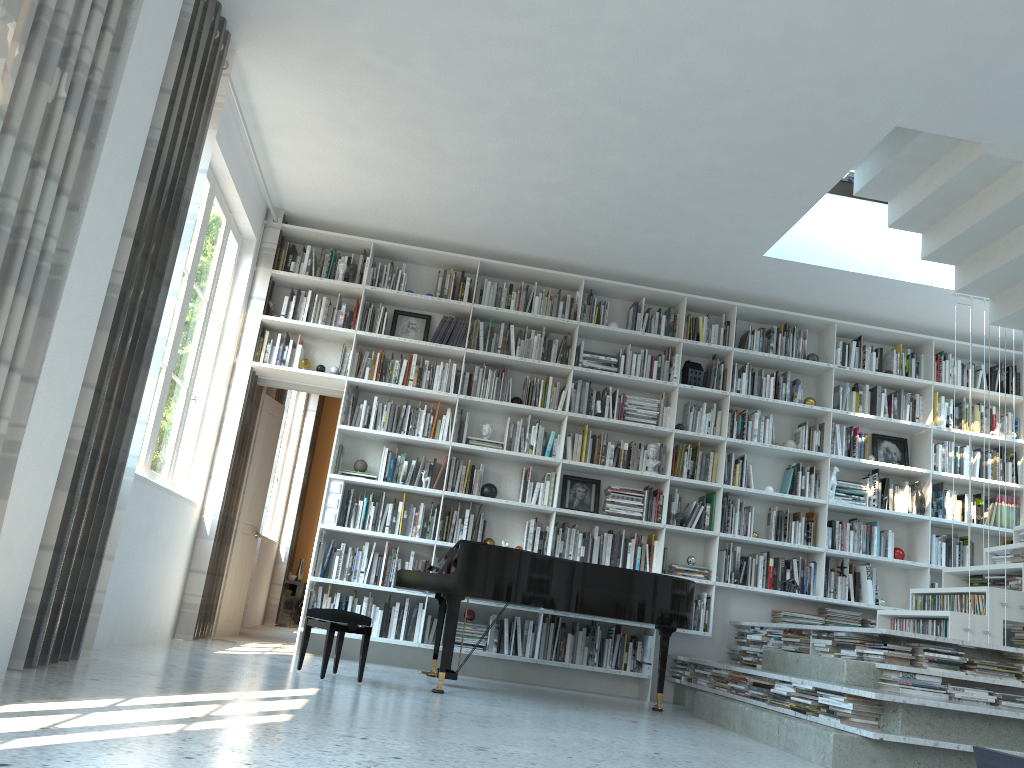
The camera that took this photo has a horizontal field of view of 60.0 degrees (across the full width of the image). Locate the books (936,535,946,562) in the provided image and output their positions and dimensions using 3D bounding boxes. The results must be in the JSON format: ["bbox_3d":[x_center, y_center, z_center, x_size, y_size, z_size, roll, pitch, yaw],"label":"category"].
[{"bbox_3d":[3.414,1.345,7.083,0.024,0.266,0.133,9,-14,-5],"label":"books"}]

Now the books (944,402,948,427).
[{"bbox_3d":[3.495,0.275,7.248,0.049,0.223,0.162,9,-14,-5],"label":"books"}]

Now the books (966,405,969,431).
[{"bbox_3d":[3.695,0.302,7.278,0.022,0.241,0.145,9,-14,-5],"label":"books"}]

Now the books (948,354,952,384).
[{"bbox_3d":[3.620,-0.084,7.428,0.012,0.305,0.185,9,-14,-5],"label":"books"}]

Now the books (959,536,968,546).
[{"bbox_3d":[3.600,1.363,7.087,0.011,0.284,0.161,9,-14,-5],"label":"books"}]

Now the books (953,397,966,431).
[{"bbox_3d":[3.665,0.268,7.273,0.022,0.296,0.152,9,-14,-5],"label":"books"}]

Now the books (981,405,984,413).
[{"bbox_3d":[3.867,0.331,7.376,0.024,0.280,0.154,9,-14,-5],"label":"books"}]

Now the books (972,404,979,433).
[{"bbox_3d":[3.750,0.314,7.295,0.042,0.241,0.248,9,-14,-5],"label":"books"}]

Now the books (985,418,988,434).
[{"bbox_3d":[3.889,0.383,7.366,0.034,0.182,0.157,9,-14,-5],"label":"books"}]

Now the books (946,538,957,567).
[{"bbox_3d":[3.466,1.354,7.053,0.027,0.248,0.184,9,-14,-5],"label":"books"}]

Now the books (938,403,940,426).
[{"bbox_3d":[3.433,0.274,7.238,0.024,0.204,0.166,9,-14,-5],"label":"books"}]

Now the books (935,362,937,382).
[{"bbox_3d":[3.501,-0.059,7.424,0.025,0.222,0.137,9,-14,-5],"label":"books"}]

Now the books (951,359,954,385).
[{"bbox_3d":[3.649,-0.062,7.437,0.027,0.275,0.148,9,-14,-5],"label":"books"}]

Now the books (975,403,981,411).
[{"bbox_3d":[3.839,0.317,7.364,0.010,0.294,0.165,9,-14,-5],"label":"books"}]

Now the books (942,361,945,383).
[{"bbox_3d":[3.552,-0.060,7.405,0.022,0.228,0.175,9,-14,-5],"label":"books"}]

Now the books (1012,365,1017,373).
[{"bbox_3d":[4.221,0.012,7.500,0.014,0.318,0.144,9,-14,-5],"label":"books"}]

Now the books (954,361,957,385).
[{"bbox_3d":[3.673,-0.051,7.432,0.022,0.258,0.163,9,-14,-5],"label":"books"}]

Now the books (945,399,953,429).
[{"bbox_3d":[3.555,0.268,7.267,0.023,0.263,0.158,9,-14,-5],"label":"books"}]

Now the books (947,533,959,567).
[{"bbox_3d":[3.527,1.348,7.091,0.013,0.296,0.141,9,-14,-5],"label":"books"}]

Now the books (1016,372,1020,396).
[{"bbox_3d":[4.200,0.041,7.459,0.025,0.236,0.188,9,-14,-5],"label":"books"}]

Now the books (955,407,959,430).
[{"bbox_3d":[3.612,0.305,7.272,0.025,0.211,0.135,9,-14,-5],"label":"books"}]

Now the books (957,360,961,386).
[{"bbox_3d":[3.698,-0.050,7.436,0.029,0.263,0.179,9,-14,-5],"label":"books"}]

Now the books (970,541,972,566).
[{"bbox_3d":[3.629,1.386,7.097,0.012,0.253,0.161,9,-14,-5],"label":"books"}]

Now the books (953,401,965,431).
[{"bbox_3d":[3.641,0.284,7.261,0.023,0.253,0.190,9,-14,-5],"label":"books"}]

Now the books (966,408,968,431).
[{"bbox_3d":[3.676,0.315,7.267,0.014,0.205,0.184,9,-14,-5],"label":"books"}]

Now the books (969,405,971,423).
[{"bbox_3d":[3.712,0.307,7.279,0.012,0.237,0.166,9,-14,-5],"label":"books"}]

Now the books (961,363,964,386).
[{"bbox_3d":[3.735,-0.035,7.445,0.027,0.249,0.155,9,-14,-5],"label":"books"}]

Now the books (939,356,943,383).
[{"bbox_3d":[3.539,-0.083,7.405,0.012,0.268,0.185,9,-14,-5],"label":"books"}]

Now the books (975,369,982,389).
[{"bbox_3d":[3.906,0.002,7.464,0.010,0.235,0.132,9,-14,-5],"label":"books"}]

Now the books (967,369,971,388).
[{"bbox_3d":[3.797,-0.005,7.440,0.026,0.207,0.163,9,-14,-5],"label":"books"}]

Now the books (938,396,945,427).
[{"bbox_3d":[3.462,0.248,7.239,0.026,0.262,0.189,9,-14,-5],"label":"books"}]

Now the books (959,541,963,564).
[{"bbox_3d":[3.555,1.382,7.097,0.027,0.241,0.132,9,-14,-5],"label":"books"}]

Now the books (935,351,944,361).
[{"bbox_3d":[3.574,-0.101,7.440,0.014,0.330,0.143,9,-14,-5],"label":"books"}]

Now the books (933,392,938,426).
[{"bbox_3d":[3.422,0.228,7.247,0.010,0.293,0.183,9,-14,-5],"label":"books"}]

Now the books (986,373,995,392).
[{"bbox_3d":[3.985,0.028,7.437,0.024,0.192,0.187,9,-14,-5],"label":"books"}]

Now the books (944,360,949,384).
[{"bbox_3d":[3.587,-0.059,7.417,0.023,0.243,0.183,9,-14,-5],"label":"books"}]

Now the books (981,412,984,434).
[{"bbox_3d":[3.847,0.355,7.342,0.013,0.212,0.187,9,-14,-5],"label":"books"}]

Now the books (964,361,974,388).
[{"bbox_3d":[3.829,-0.036,7.459,0.012,0.284,0.160,9,-14,-5],"label":"books"}]

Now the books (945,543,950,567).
[{"bbox_3d":[3.435,1.376,7.071,0.025,0.207,0.149,9,-14,-5],"label":"books"}]

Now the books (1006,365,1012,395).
[{"bbox_3d":[4.135,0.005,7.454,0.014,0.286,0.190,9,-14,-5],"label":"books"}]

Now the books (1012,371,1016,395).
[{"bbox_3d":[4.180,0.035,7.471,0.014,0.247,0.185,9,-14,-5],"label":"books"}]

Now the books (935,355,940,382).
[{"bbox_3d":[3.526,-0.090,7.419,0.013,0.285,0.151,9,-14,-5],"label":"books"}]

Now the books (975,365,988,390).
[{"bbox_3d":[3.942,-0.013,7.469,0.069,0.276,0.132,9,-14,-5],"label":"books"}]

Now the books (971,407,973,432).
[{"bbox_3d":[3.724,0.314,7.269,0.013,0.221,0.175,9,-14,-5],"label":"books"}]

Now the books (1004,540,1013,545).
[{"bbox_3d":[4.012,1.420,7.145,0.013,0.314,0.130,9,-14,-5],"label":"books"}]

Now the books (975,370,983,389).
[{"bbox_3d":[3.873,0.005,7.446,0.057,0.211,0.163,9,-14,-5],"label":"books"}]

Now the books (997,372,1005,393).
[{"bbox_3d":[4.071,0.030,7.444,0.012,0.215,0.193,9,-14,-5],"label":"books"}]

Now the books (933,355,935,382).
[{"bbox_3d":[3.483,-0.090,7.418,0.022,0.274,0.160,9,-14,-5],"label":"books"}]

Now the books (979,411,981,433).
[{"bbox_3d":[3.818,0.348,7.346,0.023,0.220,0.172,9,-14,-5],"label":"books"}]

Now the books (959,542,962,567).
[{"bbox_3d":[3.536,1.380,7.078,0.014,0.230,0.172,9,-14,-5],"label":"books"}]

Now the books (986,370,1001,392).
[{"bbox_3d":[4.032,0.013,7.464,0.068,0.246,0.161,9,-14,-5],"label":"books"}]

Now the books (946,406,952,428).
[{"bbox_3d":[3.529,0.294,7.242,0.024,0.193,0.190,9,-14,-5],"label":"books"}]

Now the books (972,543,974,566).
[{"bbox_3d":[3.641,1.394,7.092,0.013,0.239,0.166,9,-14,-5],"label":"books"}]

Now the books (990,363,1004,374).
[{"bbox_3d":[4.087,-0.009,7.479,0.014,0.312,0.162,9,-14,-5],"label":"books"}]

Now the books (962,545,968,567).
[{"bbox_3d":[3.580,1.397,7.068,0.021,0.205,0.175,9,-14,-5],"label":"books"}]

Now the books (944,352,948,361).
[{"bbox_3d":[3.608,-0.092,7.444,0.012,0.325,0.151,9,-14,-5],"label":"books"}]

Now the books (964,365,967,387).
[{"bbox_3d":[3.761,-0.026,7.438,0.025,0.236,0.144,9,-14,-5],"label":"books"}]

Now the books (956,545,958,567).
[{"bbox_3d":[3.500,1.391,7.078,0.027,0.200,0.164,9,-14,-5],"label":"books"}]
